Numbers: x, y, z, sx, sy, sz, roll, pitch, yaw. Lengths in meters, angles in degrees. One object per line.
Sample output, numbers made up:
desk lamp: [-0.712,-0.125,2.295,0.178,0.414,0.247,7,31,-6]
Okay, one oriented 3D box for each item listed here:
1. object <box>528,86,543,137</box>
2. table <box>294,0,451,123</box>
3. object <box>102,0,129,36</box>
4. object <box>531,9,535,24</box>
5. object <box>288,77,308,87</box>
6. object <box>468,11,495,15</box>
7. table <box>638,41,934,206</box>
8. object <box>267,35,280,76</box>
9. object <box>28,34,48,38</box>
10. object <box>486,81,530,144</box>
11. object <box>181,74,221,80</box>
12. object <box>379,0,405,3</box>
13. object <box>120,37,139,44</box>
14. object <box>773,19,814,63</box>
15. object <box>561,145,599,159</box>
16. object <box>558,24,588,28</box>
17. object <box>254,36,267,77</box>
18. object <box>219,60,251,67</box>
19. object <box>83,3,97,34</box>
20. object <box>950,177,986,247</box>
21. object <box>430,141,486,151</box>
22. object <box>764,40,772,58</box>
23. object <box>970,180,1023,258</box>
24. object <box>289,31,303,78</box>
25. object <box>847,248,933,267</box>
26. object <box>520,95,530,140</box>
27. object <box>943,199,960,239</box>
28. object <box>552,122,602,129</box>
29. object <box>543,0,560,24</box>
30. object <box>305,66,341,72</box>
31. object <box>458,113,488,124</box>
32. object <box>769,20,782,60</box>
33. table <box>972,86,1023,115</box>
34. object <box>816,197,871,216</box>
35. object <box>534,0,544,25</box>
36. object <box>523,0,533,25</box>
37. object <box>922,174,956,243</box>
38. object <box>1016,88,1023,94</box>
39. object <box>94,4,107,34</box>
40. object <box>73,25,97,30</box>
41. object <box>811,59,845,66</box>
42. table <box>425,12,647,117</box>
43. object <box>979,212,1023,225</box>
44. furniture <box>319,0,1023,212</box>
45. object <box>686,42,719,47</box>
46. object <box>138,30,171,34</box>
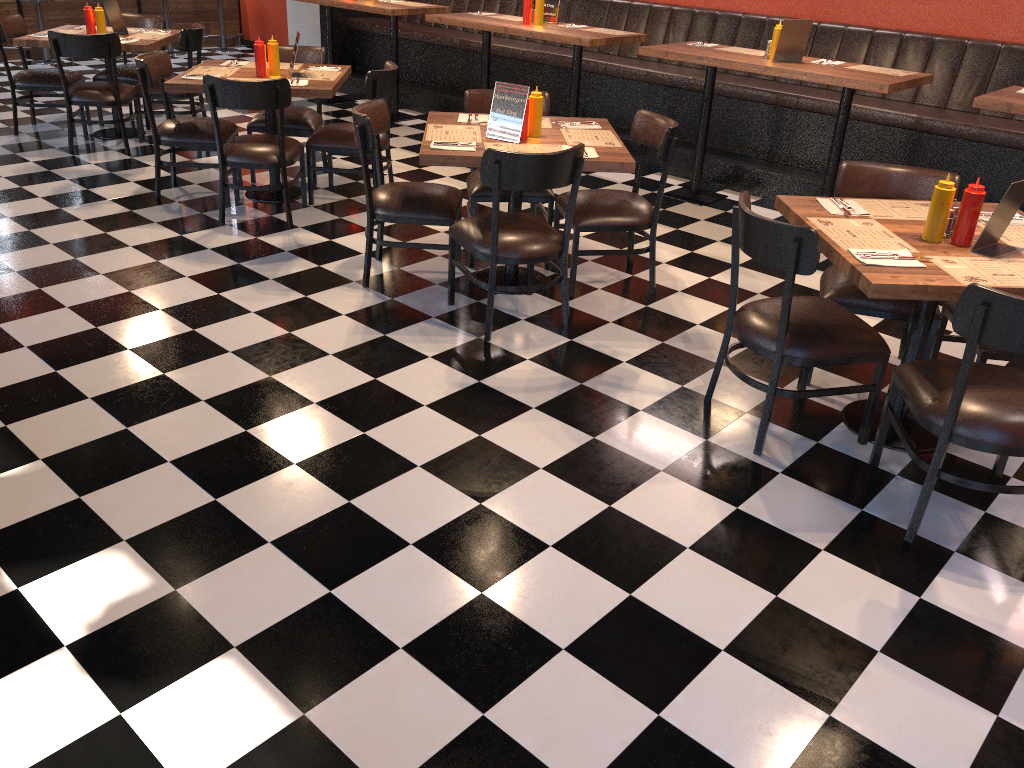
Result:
object: [0.113,-1.315,4.273,0.068,0.233,0.068,-19,34,-38]
table: [-1.425,-3.106,8.380,1.707,0.982,0.702,25,34,36]
object: [-3.069,-2.841,6.852,0.189,0.252,0.073,19,30,28]
object: [0.165,-2.891,6.926,0.094,0.133,0.047,18,30,28]
object: [-1.307,-1.823,5.336,0.157,0.018,0.259,-2,28,-10]
object: [-0.263,-3.109,7.423,0.159,0.018,0.257,23,33,33]
table: [1.679,-1.622,5.855,1.707,0.982,0.702,25,34,36]
object: [-1.480,-2.040,5.500,0.068,0.233,0.068,-19,34,-38]
object: [-3.454,-2.601,6.608,0.255,0.018,0.160,3,28,0]
object: [-0.021,-1.277,4.167,0.189,0.252,0.073,19,30,28]
object: [-1.853,-1.855,5.342,0.255,0.018,0.160,1,28,-4]
object: [-1.111,-3.498,8.082,0.159,0.018,0.257,23,33,33]
object: [-2.867,-2.558,6.585,0.157,0.018,0.259,2,28,-2]
object: [1.747,-2.135,5.509,0.188,0.252,0.073,0,26,-7]
object: [0.310,-1.074,4.065,0.157,0.018,0.259,1,28,-3]
object: [0.462,-2.777,6.862,0.159,0.018,0.257,23,33,33]
object: [-1.545,-2.011,5.438,0.068,0.233,0.068,-19,34,-38]
object: [-1.831,-2.117,5.845,0.157,0.018,0.259,2,28,-1]
object: [-3.201,-2.765,6.713,0.068,0.233,0.069,1,26,-5]
object: [1.569,-0.592,3.038,0.068,0.233,0.068,22,32,34]
object: [-0.245,-1.092,4.045,0.255,0.018,0.160,3,28,-1]
object: [1.680,-2.169,5.699,0.094,0.133,0.047,6,26,6]
object: [1.660,-0.571,2.987,0.189,0.252,0.073,-17,32,-34]
object: [-1.357,-2.059,5.529,0.072,0.252,0.191,-5,28,-17]
object: [1.250,-0.420,2.909,0.255,0.018,0.160,2,28,-3]
object: [0.049,-1.286,4.211,0.068,0.233,0.068,-19,34,-38]
object: [1.553,-0.590,3.142,0.047,0.133,0.094,24,33,36]
object: [0.331,-1.346,4.590,0.255,0.018,0.160,-2,28,-9]
object: [0.282,-2.982,6.982,0.189,0.252,0.073,13,28,19]
object: [-1.258,-2.084,5.839,0.255,0.018,0.160,2,28,-2]
object: [-0.202,-1.378,4.596,0.157,0.018,0.259,2,28,-2]
object: [1.676,-2.171,5.592,0.068,0.233,0.068,18,30,27]
table: [3.250,-0.871,4.576,1.707,0.982,0.702,25,34,36]
object: [1.282,-0.681,3.412,0.157,0.018,0.259,3,28,0]
object: [0.212,-2.884,6.807,0.068,0.233,0.068,-17,32,-35]
object: [0.121,-2.898,6.826,0.068,0.233,0.069,-10,29,-25]
object: [1.481,-0.610,3.064,0.068,0.233,0.068,22,32,34]
object: [2.864,-1.602,4.857,0.159,0.018,0.257,23,33,33]
object: [-3.110,-2.751,6.695,0.068,0.233,0.069,-13,31,-30]
object: [-3.419,-2.870,7.125,0.157,0.018,0.259,3,28,-1]
object: [1.995,-2.039,5.605,0.159,0.018,0.257,23,33,33]
table: [0.131,-2.362,7.114,1.707,0.982,0.702,25,34,36]
object: [1.854,-0.642,3.397,0.255,0.018,0.160,2,28,-1]
furniture: [1.579,-2.314,7.009,8.834,1.129,1.114,26,34,36]
object: [1.318,-2.361,6.153,0.159,0.018,0.257,23,33,33]
object: [-2.864,-2.816,7.078,0.255,0.018,0.160,-1,28,-8]
